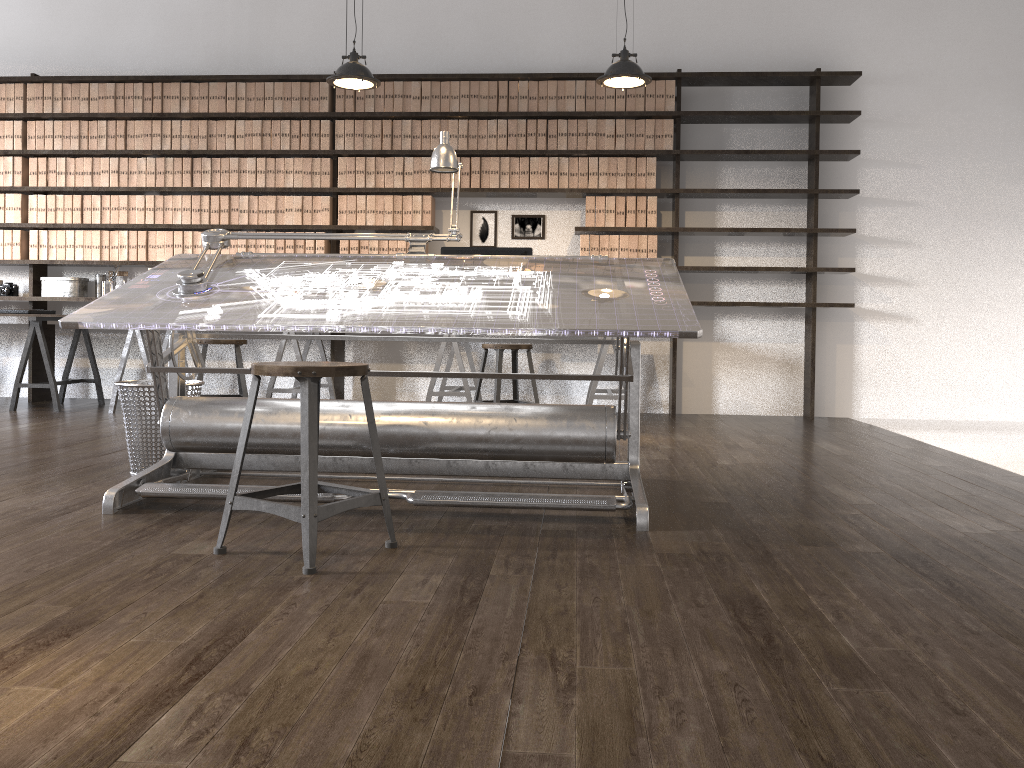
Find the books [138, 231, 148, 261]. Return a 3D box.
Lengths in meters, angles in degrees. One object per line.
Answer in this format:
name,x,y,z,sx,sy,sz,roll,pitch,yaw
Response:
books,-2.732,-1.028,6.648,0.067,0.225,0.175,1,2,4

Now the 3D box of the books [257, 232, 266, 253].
books,-1.837,-1.011,6.588,0.067,0.225,0.174,1,2,4

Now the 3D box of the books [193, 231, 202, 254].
books,-2.316,-1.020,6.624,0.067,0.225,0.174,1,2,4

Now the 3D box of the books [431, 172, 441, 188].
books,-0.543,-1.532,6.487,0.067,0.225,0.175,1,2,4

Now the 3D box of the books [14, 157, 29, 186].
books,-3.693,-1.595,6.717,0.067,0.225,0.175,1,2,4

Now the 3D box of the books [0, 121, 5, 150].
books,-3.821,-1.865,6.721,0.067,0.225,0.175,1,2,4

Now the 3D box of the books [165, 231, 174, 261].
books,-2.530,-1.024,6.632,0.067,0.225,0.175,1,2,4

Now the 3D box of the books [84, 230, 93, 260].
books,-3.153,-1.036,6.683,0.067,0.225,0.175,1,2,4

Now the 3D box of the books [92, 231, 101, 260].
books,-3.087,-1.035,6.673,0.067,0.225,0.175,1,2,4

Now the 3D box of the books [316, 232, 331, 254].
books,-1.394,-1.002,6.553,0.067,0.225,0.175,1,2,4

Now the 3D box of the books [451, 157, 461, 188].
books,-0.402,-1.529,6.472,0.067,0.225,0.174,1,2,4

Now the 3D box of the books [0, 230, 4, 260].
books,-3.841,-1.050,6.732,0.067,0.225,0.175,1,2,4

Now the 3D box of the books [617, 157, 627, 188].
books,0.787,-1.506,6.383,0.067,0.225,0.175,1,2,4

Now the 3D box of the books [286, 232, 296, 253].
books,-1.621,-1.006,6.567,0.067,0.225,0.175,1,2,4

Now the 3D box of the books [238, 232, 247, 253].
books,-1.975,-1.013,6.592,0.067,0.225,0.175,1,2,4

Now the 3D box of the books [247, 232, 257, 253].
books,-1.907,-1.012,6.593,0.067,0.225,0.175,1,2,4

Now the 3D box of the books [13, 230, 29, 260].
books,-3.702,-1.047,6.719,0.067,0.225,0.175,1,2,4

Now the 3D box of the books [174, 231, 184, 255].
books,-2.458,-1.022,6.627,0.067,0.225,0.175,1,2,4

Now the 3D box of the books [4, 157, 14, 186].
books,-3.764,-1.596,6.718,0.067,0.225,0.174,1,2,4

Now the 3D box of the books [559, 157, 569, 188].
books,0.377,-1.514,6.417,0.067,0.225,0.174,1,2,4

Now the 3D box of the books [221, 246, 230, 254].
books,-2.104,-1.016,6.604,0.067,0.225,0.175,1,2,4

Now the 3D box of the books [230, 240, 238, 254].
books,-2.041,-1.015,6.601,0.067,0.225,0.175,1,2,4

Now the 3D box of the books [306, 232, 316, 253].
books,-1.472,-1.003,6.556,0.067,0.225,0.175,1,2,4

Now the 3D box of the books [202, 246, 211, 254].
books,-2.246,-1.019,6.617,0.067,0.225,0.175,1,2,4

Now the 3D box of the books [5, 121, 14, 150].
books,-3.758,-1.863,6.715,0.067,0.225,0.175,1,2,4

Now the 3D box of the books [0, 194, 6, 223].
books,-3.833,-1.320,6.731,0.067,0.225,0.175,1,2,4

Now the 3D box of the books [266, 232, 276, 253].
books,-1.766,-1.009,6.578,0.067,0.225,0.174,1,2,4

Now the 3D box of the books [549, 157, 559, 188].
books,0.304,-1.515,6.418,0.067,0.225,0.175,1,2,4

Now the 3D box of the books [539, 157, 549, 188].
books,0.232,-1.517,6.424,0.067,0.225,0.175,1,2,4

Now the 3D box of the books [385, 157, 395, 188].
books,-0.882,-1.539,6.510,0.067,0.225,0.175,1,2,4

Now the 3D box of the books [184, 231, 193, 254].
books,-2.386,-1.021,6.625,0.067,0.225,0.174,1,2,4

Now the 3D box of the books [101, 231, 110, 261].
books,-3.019,-1.034,6.674,0.067,0.225,0.175,1,2,4

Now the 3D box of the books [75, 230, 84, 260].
books,-3.216,-1.037,6.686,0.067,0.225,0.175,1,2,4

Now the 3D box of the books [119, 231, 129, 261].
books,-2.878,-1.031,6.660,0.067,0.225,0.174,1,2,4

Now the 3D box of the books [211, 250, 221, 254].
books,-2.176,-1.017,6.608,0.067,0.225,0.175,1,2,4

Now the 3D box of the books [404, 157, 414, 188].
books,-0.740,-1.536,6.498,0.067,0.225,0.175,1,2,4

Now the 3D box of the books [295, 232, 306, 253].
books,-1.546,-1.005,6.567,0.067,0.225,0.175,1,2,4

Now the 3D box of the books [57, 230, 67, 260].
books,-3.358,-1.040,6.698,0.067,0.225,0.175,1,2,4

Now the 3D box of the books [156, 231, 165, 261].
books,-2.593,-1.025,6.641,0.067,0.225,0.175,1,2,4

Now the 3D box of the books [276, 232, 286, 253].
books,-1.695,-1.008,6.578,0.067,0.225,0.175,1,2,4

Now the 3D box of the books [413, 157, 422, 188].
books,-0.677,-1.535,6.495,0.067,0.225,0.175,1,2,4

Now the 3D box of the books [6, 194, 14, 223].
books,-3.757,-1.319,6.723,0.067,0.225,0.175,1,2,4

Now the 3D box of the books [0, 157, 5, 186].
books,-3.834,-1.597,6.727,0.067,0.225,0.174,1,2,4

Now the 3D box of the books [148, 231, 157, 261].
books,-2.658,-1.027,6.648,0.067,0.225,0.175,1,2,4

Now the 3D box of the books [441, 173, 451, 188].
books,-0.472,-1.531,6.481,0.067,0.225,0.174,1,2,4

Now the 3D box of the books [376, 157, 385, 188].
books,-0.952,-1.540,6.517,0.067,0.225,0.174,1,2,4

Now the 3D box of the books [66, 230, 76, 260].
books,-3.288,-1.039,6.689,0.067,0.225,0.175,1,2,4

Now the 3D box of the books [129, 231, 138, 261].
books,-2.807,-1.030,6.659,0.067,0.225,0.175,1,2,4

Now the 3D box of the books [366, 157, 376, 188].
books,-1.021,-1.541,6.519,0.067,0.225,0.174,1,2,4

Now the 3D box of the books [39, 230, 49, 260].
books,-3.497,-1.043,6.706,0.067,0.225,0.174,1,2,4

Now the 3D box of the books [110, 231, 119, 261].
books,-2.948,-1.032,6.669,0.067,0.225,0.174,1,2,4

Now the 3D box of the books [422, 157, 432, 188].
books,-0.611,-1.533,6.486,0.067,0.225,0.175,1,2,4

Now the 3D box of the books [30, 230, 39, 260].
books,-3.570,-1.044,6.708,0.067,0.225,0.175,1,2,4

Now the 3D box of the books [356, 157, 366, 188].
books,-1.094,-1.543,6.521,0.067,0.225,0.175,1,2,4

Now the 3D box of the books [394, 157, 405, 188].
books,-0.812,-1.537,6.501,0.067,0.225,0.175,1,2,4

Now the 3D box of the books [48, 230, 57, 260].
books,-3.428,-1.042,6.705,0.067,0.225,0.174,1,2,4
